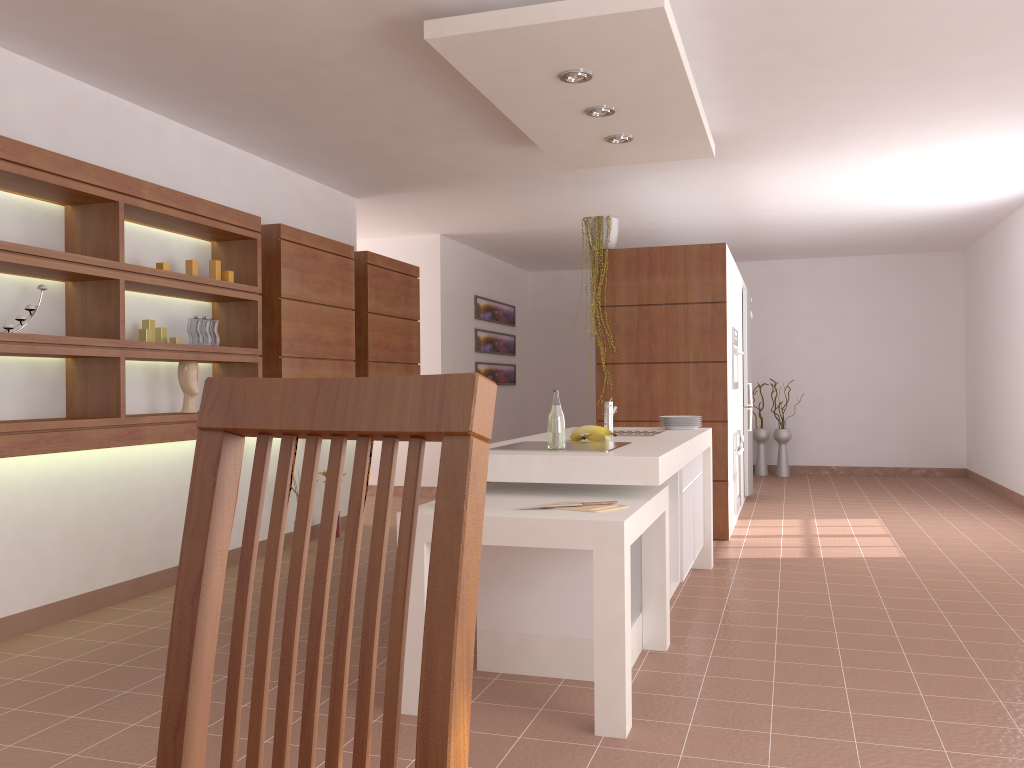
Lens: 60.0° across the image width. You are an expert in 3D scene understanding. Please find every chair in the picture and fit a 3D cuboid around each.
[{"bbox_3d":[-0.281,0.523,0.644,0.444,1.063,0.574,-1,0,27],"label":"chair"}]

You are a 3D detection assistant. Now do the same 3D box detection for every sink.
[{"bbox_3d":[0.566,0.252,4.628,0.404,0.368,0.668,-1,0,17],"label":"sink"}]

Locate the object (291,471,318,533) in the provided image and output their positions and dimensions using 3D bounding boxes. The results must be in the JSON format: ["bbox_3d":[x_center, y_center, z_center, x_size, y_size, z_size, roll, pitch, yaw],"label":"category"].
[{"bbox_3d":[-1.356,0.804,5.655,0.087,0.546,0.296,-1,0,33],"label":"object"}]

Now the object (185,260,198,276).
[{"bbox_3d":[-1.612,-0.582,4.465,0.044,0.099,0.044,-1,0,17],"label":"object"}]

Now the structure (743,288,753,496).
[{"bbox_3d":[2.171,0.066,8.129,0.089,1.862,0.604,-1,0,17],"label":"structure"}]

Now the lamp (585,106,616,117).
[{"bbox_3d":[0.421,-1.318,4.231,0.143,0.059,0.143,0,0,-44],"label":"lamp"}]

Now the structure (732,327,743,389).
[{"bbox_3d":[1.715,-0.190,6.718,0.056,0.454,0.614,-1,0,17],"label":"structure"}]

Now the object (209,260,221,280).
[{"bbox_3d":[-1.571,-0.592,4.689,0.044,0.120,0.044,-1,0,17],"label":"object"}]

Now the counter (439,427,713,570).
[{"bbox_3d":[0.446,0.657,4.225,0.821,0.800,2.156,-1,0,17],"label":"counter"}]

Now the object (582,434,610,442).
[{"bbox_3d":[0.385,0.240,3.970,0.060,0.033,0.207,0,0,-28],"label":"object"}]

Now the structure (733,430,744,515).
[{"bbox_3d":[1.718,0.659,6.720,0.058,0.592,0.596,-1,0,18],"label":"structure"}]

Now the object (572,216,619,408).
[{"bbox_3d":[0.612,-0.503,6.242,0.297,1.344,0.279,0,0,-23],"label":"object"}]

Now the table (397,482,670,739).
[{"bbox_3d":[0.134,0.734,3.218,0.737,0.647,1.003,-1,0,17],"label":"table"}]

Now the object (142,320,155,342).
[{"bbox_3d":[-1.765,-0.251,4.308,0.044,0.120,0.044,-1,0,17],"label":"object"}]

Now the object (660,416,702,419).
[{"bbox_3d":[0.951,0.193,5.005,0.228,0.020,0.228,-1,0,-1],"label":"object"}]

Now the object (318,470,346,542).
[{"bbox_3d":[-1.224,0.803,6.081,0.087,0.546,0.296,-1,0,18],"label":"object"}]

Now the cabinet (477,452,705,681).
[{"bbox_3d":[0.433,0.707,4.170,0.737,0.700,2.048,-1,0,17],"label":"cabinet"}]

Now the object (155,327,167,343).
[{"bbox_3d":[-1.754,-0.236,4.428,0.044,0.090,0.044,-1,0,17],"label":"object"}]

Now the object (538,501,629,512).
[{"bbox_3d":[0.234,0.406,2.941,0.266,0.006,0.168,-1,0,34],"label":"object"}]

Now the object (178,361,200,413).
[{"bbox_3d":[-1.660,0.006,4.546,0.100,0.284,0.100,0,0,-42],"label":"object"}]

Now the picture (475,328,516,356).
[{"bbox_3d":[-0.172,-0.459,9.984,0.015,0.248,1.408,-1,0,17],"label":"picture"}]

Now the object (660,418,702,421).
[{"bbox_3d":[0.951,0.203,5.005,0.228,0.020,0.228,-1,0,-1],"label":"object"}]

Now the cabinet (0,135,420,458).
[{"bbox_3d":[-1.793,-0.322,4.876,0.754,1.200,4.718,-1,0,17],"label":"cabinet"}]

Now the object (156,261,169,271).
[{"bbox_3d":[-1.656,-0.557,4.204,0.044,0.049,0.044,-1,0,17],"label":"object"}]

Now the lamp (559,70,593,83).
[{"bbox_3d":[0.270,-1.318,3.749,0.143,0.059,0.143,-1,0,1],"label":"lamp"}]

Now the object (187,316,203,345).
[{"bbox_3d":[-1.651,-0.274,4.621,0.054,0.165,0.065,-1,0,33],"label":"object"}]

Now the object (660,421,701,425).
[{"bbox_3d":[0.952,0.223,5.005,0.228,0.020,0.228,-1,0,-1],"label":"object"}]

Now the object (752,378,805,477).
[{"bbox_3d":[3.023,0.492,10.025,0.655,1.112,0.284,-1,0,37],"label":"object"}]

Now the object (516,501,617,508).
[{"bbox_3d":[0.178,0.400,2.931,0.375,0.008,0.041,0,0,-16],"label":"object"}]

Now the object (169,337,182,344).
[{"bbox_3d":[-1.680,-0.212,4.431,0.044,0.040,0.044,-1,0,17],"label":"object"}]

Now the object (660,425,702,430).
[{"bbox_3d":[0.952,0.244,5.005,0.228,0.020,0.228,-1,0,-1],"label":"object"}]

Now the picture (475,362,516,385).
[{"bbox_3d":[-0.169,-0.109,9.983,0.015,0.248,1.408,-1,0,17],"label":"picture"}]

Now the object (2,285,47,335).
[{"bbox_3d":[-1.970,-0.305,3.588,0.190,0.227,0.136,0,0,-41],"label":"object"}]

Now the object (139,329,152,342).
[{"bbox_3d":[-1.751,-0.227,4.237,0.044,0.070,0.044,-1,0,17],"label":"object"}]

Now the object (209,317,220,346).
[{"bbox_3d":[-1.593,-0.274,4.710,0.054,0.165,0.065,-1,0,33],"label":"object"}]

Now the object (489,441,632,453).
[{"bbox_3d":[0.203,0.256,3.636,0.493,0.006,0.551,-1,0,17],"label":"object"}]

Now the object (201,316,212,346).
[{"bbox_3d":[-1.622,-0.274,4.665,0.054,0.165,0.065,-1,0,33],"label":"object"}]

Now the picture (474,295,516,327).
[{"bbox_3d":[-0.175,-0.809,9.985,0.015,0.248,1.408,-1,0,17],"label":"picture"}]

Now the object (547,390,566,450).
[{"bbox_3d":[0.172,0.137,3.429,0.071,0.230,0.071,-1,0,-1],"label":"object"}]

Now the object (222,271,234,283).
[{"bbox_3d":[-1.518,-0.567,4.740,0.044,0.070,0.044,-1,0,17],"label":"object"}]

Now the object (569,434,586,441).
[{"bbox_3d":[0.293,0.241,4.026,0.060,0.033,0.207,-1,0,-3],"label":"object"}]

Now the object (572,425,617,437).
[{"bbox_3d":[0.373,0.213,3.997,0.207,0.055,0.047,-1,0,-6],"label":"object"}]

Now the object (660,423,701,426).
[{"bbox_3d":[0.952,0.234,5.005,0.228,0.020,0.228,-1,0,-1],"label":"object"}]

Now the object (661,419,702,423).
[{"bbox_3d":[0.951,0.213,5.005,0.228,0.020,0.228,-1,0,-1],"label":"object"}]

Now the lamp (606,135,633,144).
[{"bbox_3d":[0.571,-1.318,4.708,0.143,0.059,0.143,0,0,-44],"label":"lamp"}]
